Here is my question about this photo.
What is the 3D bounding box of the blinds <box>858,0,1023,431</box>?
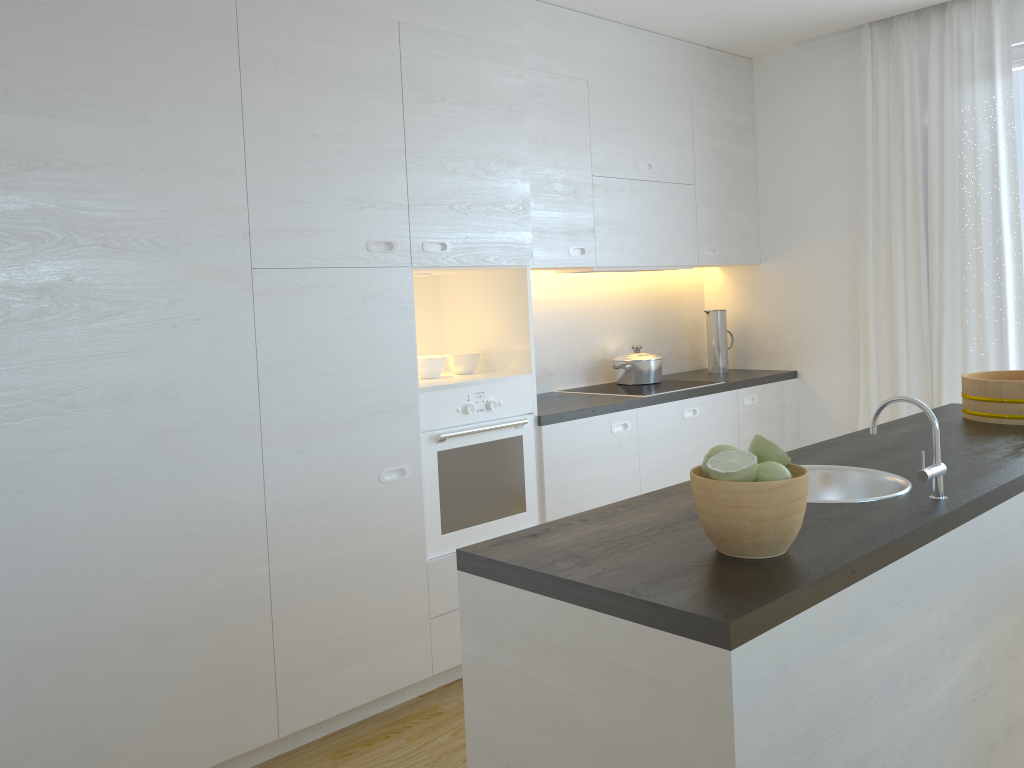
[{"bbox_3d":[2.000,-0.771,4.237,0.150,2.155,0.794,-5,3,-43],"label":"blinds"}]

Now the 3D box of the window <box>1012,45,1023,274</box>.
[{"bbox_3d":[3.072,-0.561,3.389,0.088,1.913,2.727,-4,4,-43],"label":"window"}]

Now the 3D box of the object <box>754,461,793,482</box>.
[{"bbox_3d":[0.454,0.177,1.558,0.081,0.085,0.098,-2,4,12],"label":"object"}]

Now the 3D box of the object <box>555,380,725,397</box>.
[{"bbox_3d":[0.641,0.018,4.429,0.656,0.013,0.562,-8,7,-43],"label":"object"}]

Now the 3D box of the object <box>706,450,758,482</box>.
[{"bbox_3d":[0.381,0.154,1.529,0.084,0.065,0.086,-5,5,-31],"label":"object"}]

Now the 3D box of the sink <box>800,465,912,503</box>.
[{"bbox_3d":[0.725,0.306,2.085,0.404,0.156,0.405,-3,5,-1],"label":"sink"}]

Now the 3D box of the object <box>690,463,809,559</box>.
[{"bbox_3d":[0.424,0.224,1.577,0.205,0.141,0.206,-2,4,9],"label":"object"}]

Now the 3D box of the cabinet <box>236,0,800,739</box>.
[{"bbox_3d":[0.230,-0.220,3.960,3.211,2.295,0.481,-7,4,-43],"label":"cabinet"}]

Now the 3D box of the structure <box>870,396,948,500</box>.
[{"bbox_3d":[0.838,0.136,1.909,0.097,0.215,0.162,-5,4,-43],"label":"structure"}]

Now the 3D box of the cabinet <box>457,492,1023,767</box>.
[{"bbox_3d":[0.999,0.696,2.288,2.408,0.907,0.600,-7,5,-43],"label":"cabinet"}]

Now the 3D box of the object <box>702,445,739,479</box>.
[{"bbox_3d":[0.397,0.159,1.617,0.102,0.098,0.087,-4,4,-22],"label":"object"}]

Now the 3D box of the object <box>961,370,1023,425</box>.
[{"bbox_3d":[1.708,0.001,2.906,0.430,0.213,0.379,-4,5,-15],"label":"object"}]

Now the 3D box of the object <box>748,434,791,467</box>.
[{"bbox_3d":[0.471,0.126,1.619,0.074,0.071,0.077,-4,4,-18],"label":"object"}]

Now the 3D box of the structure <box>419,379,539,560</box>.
[{"bbox_3d":[-0.106,0.303,3.333,0.562,0.595,0.049,-6,4,-43],"label":"structure"}]

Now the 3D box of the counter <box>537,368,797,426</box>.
[{"bbox_3d":[0.641,0.036,4.424,2.007,0.040,0.600,-8,7,-43],"label":"counter"}]

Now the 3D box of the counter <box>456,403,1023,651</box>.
[{"bbox_3d":[0.975,0.222,2.273,2.408,0.040,0.601,-8,7,-43],"label":"counter"}]
